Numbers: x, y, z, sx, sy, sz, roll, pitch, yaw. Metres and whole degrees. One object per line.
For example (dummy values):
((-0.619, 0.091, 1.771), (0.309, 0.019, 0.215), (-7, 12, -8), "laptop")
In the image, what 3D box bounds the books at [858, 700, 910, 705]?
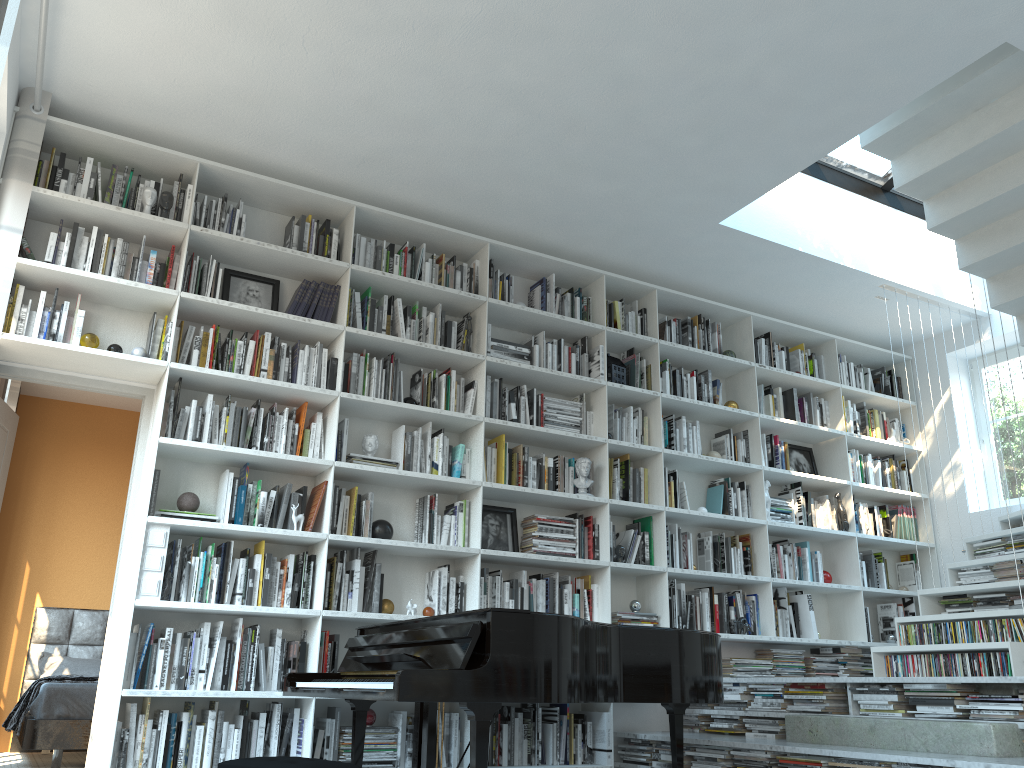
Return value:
((1.803, 1.534, 4.269), (0.178, 0.015, 0.188), (9, -21, -22), "books")

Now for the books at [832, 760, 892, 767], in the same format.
((1.514, 1.601, 3.748), (0.157, 0.007, 0.269), (11, -21, -27), "books")

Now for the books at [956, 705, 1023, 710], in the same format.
((2.090, 1.381, 3.784), (0.185, 0.014, 0.298), (12, -22, -28), "books")

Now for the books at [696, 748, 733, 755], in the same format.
((1.069, 1.872, 4.523), (0.130, 0.018, 0.256), (10, -21, -24), "books")

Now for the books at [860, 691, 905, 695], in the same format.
((1.817, 1.494, 4.291), (0.145, 0.017, 0.209), (13, -23, -32), "books")

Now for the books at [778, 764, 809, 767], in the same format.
((1.362, 1.725, 3.993), (0.155, 0.009, 0.298), (11, -21, -26), "books")

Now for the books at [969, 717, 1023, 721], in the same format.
((2.109, 1.428, 3.780), (0.144, 0.009, 0.250), (11, -21, -27), "books")

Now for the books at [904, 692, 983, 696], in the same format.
((1.956, 1.410, 4.031), (0.168, 0.013, 0.282), (12, -22, -30), "books")

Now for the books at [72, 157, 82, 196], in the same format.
((-2.173, -0.967, 4.407), (0.010, 0.280, 0.161), (11, -21, -27), "books")

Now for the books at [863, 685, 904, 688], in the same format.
((1.823, 1.468, 4.303), (0.134, 0.014, 0.182), (9, -21, -22), "books")

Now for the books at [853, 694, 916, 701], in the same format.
((1.808, 1.514, 4.279), (0.174, 0.029, 0.251), (12, -22, -29), "books")

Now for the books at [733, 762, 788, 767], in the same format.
((1.205, 1.824, 4.242), (0.159, 0.011, 0.246), (13, -22, -31), "books")

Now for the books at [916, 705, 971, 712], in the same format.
((1.966, 1.470, 4.017), (0.155, 0.028, 0.190), (11, -21, -26), "books")

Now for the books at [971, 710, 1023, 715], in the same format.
((2.101, 1.402, 3.784), (0.153, 0.015, 0.208), (12, -22, -30), "books")

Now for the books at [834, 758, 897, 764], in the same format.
((1.511, 1.593, 3.749), (0.160, 0.008, 0.239), (11, -21, -26), "books")

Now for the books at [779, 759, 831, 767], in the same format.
((1.351, 1.704, 3.993), (0.166, 0.014, 0.236), (13, -23, -32), "books")

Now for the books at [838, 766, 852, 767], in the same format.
((1.515, 1.622, 3.742), (0.150, 0.008, 0.218), (12, -22, -28), "books")

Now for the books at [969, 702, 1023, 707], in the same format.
((2.111, 1.373, 3.799), (0.137, 0.012, 0.243), (11, -21, -26), "books")

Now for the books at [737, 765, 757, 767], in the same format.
((1.221, 1.836, 4.248), (0.123, 0.008, 0.295), (10, -21, -24), "books")

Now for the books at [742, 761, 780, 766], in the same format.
((1.216, 1.815, 4.252), (0.140, 0.013, 0.181), (10, -21, -24), "books")

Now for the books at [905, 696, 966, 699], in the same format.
((1.954, 1.425, 4.024), (0.187, 0.009, 0.251), (11, -21, -27), "books")

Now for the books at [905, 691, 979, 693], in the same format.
((1.958, 1.401, 4.034), (0.171, 0.007, 0.261), (12, -22, -29), "books")

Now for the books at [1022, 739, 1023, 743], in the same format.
((2.219, 1.442, 3.574), (0.292, 0.012, 0.160), (10, -21, -24), "books")

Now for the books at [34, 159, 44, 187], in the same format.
((-2.321, -0.967, 4.334), (0.024, 0.227, 0.130), (11, -21, -27), "books")

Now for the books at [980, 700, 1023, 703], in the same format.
((2.130, 1.366, 3.813), (0.091, 0.011, 0.190), (12, -22, -29), "books")

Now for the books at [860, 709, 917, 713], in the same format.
((1.827, 1.575, 4.270), (0.136, 0.013, 0.259), (11, -21, -27), "books")

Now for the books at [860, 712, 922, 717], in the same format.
((1.819, 1.587, 4.262), (0.132, 0.016, 0.263), (9, -21, -22), "books")

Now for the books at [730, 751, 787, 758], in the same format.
((1.202, 1.776, 4.256), (0.171, 0.015, 0.253), (12, -22, -30), "books")

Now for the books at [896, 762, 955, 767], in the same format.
((1.660, 1.502, 3.496), (0.157, 0.014, 0.216), (10, -21, -25), "books")

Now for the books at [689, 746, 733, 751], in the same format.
((1.057, 1.858, 4.521), (0.159, 0.006, 0.286), (10, -21, -25), "books")

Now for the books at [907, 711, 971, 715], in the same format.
((1.961, 1.486, 4.009), (0.154, 0.007, 0.293), (10, -21, -24), "books")

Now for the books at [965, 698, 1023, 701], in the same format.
((2.107, 1.352, 3.804), (0.132, 0.009, 0.270), (10, -21, -23), "books")

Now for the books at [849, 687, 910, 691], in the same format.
((1.797, 1.476, 4.285), (0.192, 0.014, 0.257), (13, -22, -31), "books")

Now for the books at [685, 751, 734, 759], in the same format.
((1.048, 1.884, 4.507), (0.180, 0.015, 0.295), (12, -22, -29), "books")

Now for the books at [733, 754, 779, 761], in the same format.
((1.195, 1.789, 4.248), (0.182, 0.016, 0.199), (9, -21, -22), "books")

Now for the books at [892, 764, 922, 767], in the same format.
((1.660, 1.515, 3.492), (0.139, 0.013, 0.289), (9, -21, -22), "books")

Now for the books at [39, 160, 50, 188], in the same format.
((-2.296, -0.963, 4.336), (0.023, 0.222, 0.151), (11, -21, -27), "books")

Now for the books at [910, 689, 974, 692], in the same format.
((1.957, 1.394, 4.037), (0.170, 0.008, 0.209), (10, -21, -24), "books")

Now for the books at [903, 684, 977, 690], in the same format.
((1.945, 1.377, 4.035), (0.189, 0.022, 0.238), (9, -21, -22), "books")

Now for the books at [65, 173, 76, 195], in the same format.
((-2.199, -0.926, 4.397), (0.031, 0.195, 0.145), (11, -21, -27), "books")

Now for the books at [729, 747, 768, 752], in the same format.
((1.192, 1.753, 4.258), (0.193, 0.005, 0.225), (13, -22, -31), "books")

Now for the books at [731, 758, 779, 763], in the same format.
((1.201, 1.802, 4.247), (0.169, 0.009, 0.242), (13, -22, -31), "books")

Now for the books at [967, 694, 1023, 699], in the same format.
((2.105, 1.341, 3.806), (0.149, 0.014, 0.229), (12, -22, -29), "books")

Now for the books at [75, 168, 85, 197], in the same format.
((-2.162, -0.936, 4.413), (0.024, 0.226, 0.158), (11, -21, -27), "books")

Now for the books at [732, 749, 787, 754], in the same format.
((1.205, 1.764, 4.262), (0.174, 0.011, 0.228), (12, -22, -28), "books")

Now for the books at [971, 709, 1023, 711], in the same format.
((2.107, 1.394, 3.790), (0.134, 0.006, 0.227), (10, -21, -23), "books")

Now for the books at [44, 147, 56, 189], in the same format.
((-2.274, -0.992, 4.346), (0.014, 0.285, 0.175), (11, -21, -27), "books")

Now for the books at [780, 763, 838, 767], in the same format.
((1.358, 1.716, 3.993), (0.169, 0.009, 0.242), (11, -21, -27), "books")

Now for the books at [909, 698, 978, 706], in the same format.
((1.958, 1.443, 4.021), (0.177, 0.026, 0.231), (11, -21, -27), "books")

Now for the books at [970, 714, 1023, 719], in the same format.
((2.095, 1.415, 3.776), (0.161, 0.014, 0.213), (10, -21, -23), "books")

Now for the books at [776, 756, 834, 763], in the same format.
((1.349, 1.691, 3.996), (0.179, 0.012, 0.250), (12, -22, -30), "books")

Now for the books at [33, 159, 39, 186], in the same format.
((-2.327, -0.972, 4.306), (0.014, 0.218, 0.189), (11, -21, -27), "books")

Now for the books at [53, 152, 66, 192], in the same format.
((-2.235, -0.978, 4.362), (0.025, 0.268, 0.177), (11, -21, -27), "books")

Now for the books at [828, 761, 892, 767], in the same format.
((1.502, 1.608, 3.739), (0.170, 0.014, 0.281), (12, -22, -30), "books")

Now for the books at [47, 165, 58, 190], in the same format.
((-2.260, -0.945, 4.343), (0.024, 0.194, 0.167), (11, -21, -27), "books")

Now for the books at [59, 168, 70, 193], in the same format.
((-2.213, -0.934, 4.361), (0.028, 0.186, 0.182), (11, -21, -27), "books")

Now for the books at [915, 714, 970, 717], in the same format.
((1.964, 1.499, 4.006), (0.142, 0.020, 0.231), (9, -21, -22), "books")

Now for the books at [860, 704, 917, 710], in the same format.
((1.812, 1.554, 4.268), (0.167, 0.024, 0.193), (11, -21, -26), "books")
